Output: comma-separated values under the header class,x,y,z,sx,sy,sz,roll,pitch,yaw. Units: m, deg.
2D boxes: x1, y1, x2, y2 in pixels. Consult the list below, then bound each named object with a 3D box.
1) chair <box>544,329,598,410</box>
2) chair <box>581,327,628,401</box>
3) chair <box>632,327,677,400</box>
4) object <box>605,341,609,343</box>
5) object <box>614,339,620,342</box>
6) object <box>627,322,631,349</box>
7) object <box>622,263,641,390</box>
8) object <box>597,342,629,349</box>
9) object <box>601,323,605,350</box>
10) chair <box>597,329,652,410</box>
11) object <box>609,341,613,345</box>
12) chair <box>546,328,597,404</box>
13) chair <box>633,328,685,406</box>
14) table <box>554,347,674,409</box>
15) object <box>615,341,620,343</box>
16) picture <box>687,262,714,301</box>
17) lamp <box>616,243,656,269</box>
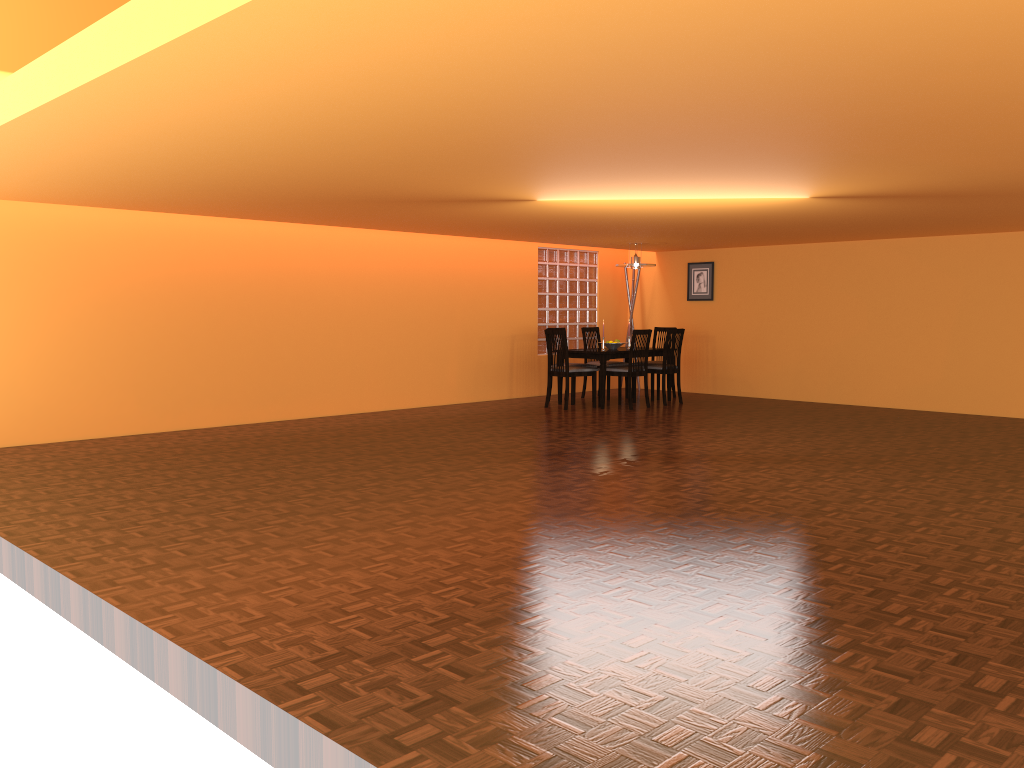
class,x,y,z,sx,sy,sz,roll,pitch,yaw
chair,0.583,-0.155,9.025,0.465,0.809,0.373,-4,6,-40
chair,1.037,-0.235,10.013,0.373,0.809,0.465,-5,7,-45
chair,1.628,-0.237,10.045,0.373,0.809,0.465,4,6,40
object,1.039,-0.422,9.477,0.087,0.076,0.089,-4,6,-38
object,1.129,-0.447,9.525,0.069,0.066,0.069,-3,6,-35
object,1.277,-0.549,9.664,0.044,0.326,0.044,3,6,34
object,1.490,-0.703,10.994,0.226,1.589,0.308,-2,5,-23
object,1.079,-0.407,9.476,0.337,0.072,0.337,1,5,11
object,0.951,-0.514,9.224,0.044,0.326,0.044,3,6,34
chair,1.165,-0.157,9.065,0.373,0.809,0.465,-5,7,-45
object,1.048,-0.434,9.382,0.046,0.046,0.055,3,5,28
chair,0.627,-0.203,9.608,0.373,0.809,0.465,-5,7,-45
chair,1.575,-0.190,9.469,0.373,0.809,0.465,-5,7,-45
table,1.117,-0.082,9.522,1.259,0.584,0.697,-5,7,-45
object,1.134,-0.427,9.447,0.055,0.070,0.066,2,5,27
picture,2.241,-1.218,10.549,0.014,0.456,0.361,-5,7,-45
lamp,1.346,-1.389,9.640,0.435,0.274,0.435,-2,5,-22
